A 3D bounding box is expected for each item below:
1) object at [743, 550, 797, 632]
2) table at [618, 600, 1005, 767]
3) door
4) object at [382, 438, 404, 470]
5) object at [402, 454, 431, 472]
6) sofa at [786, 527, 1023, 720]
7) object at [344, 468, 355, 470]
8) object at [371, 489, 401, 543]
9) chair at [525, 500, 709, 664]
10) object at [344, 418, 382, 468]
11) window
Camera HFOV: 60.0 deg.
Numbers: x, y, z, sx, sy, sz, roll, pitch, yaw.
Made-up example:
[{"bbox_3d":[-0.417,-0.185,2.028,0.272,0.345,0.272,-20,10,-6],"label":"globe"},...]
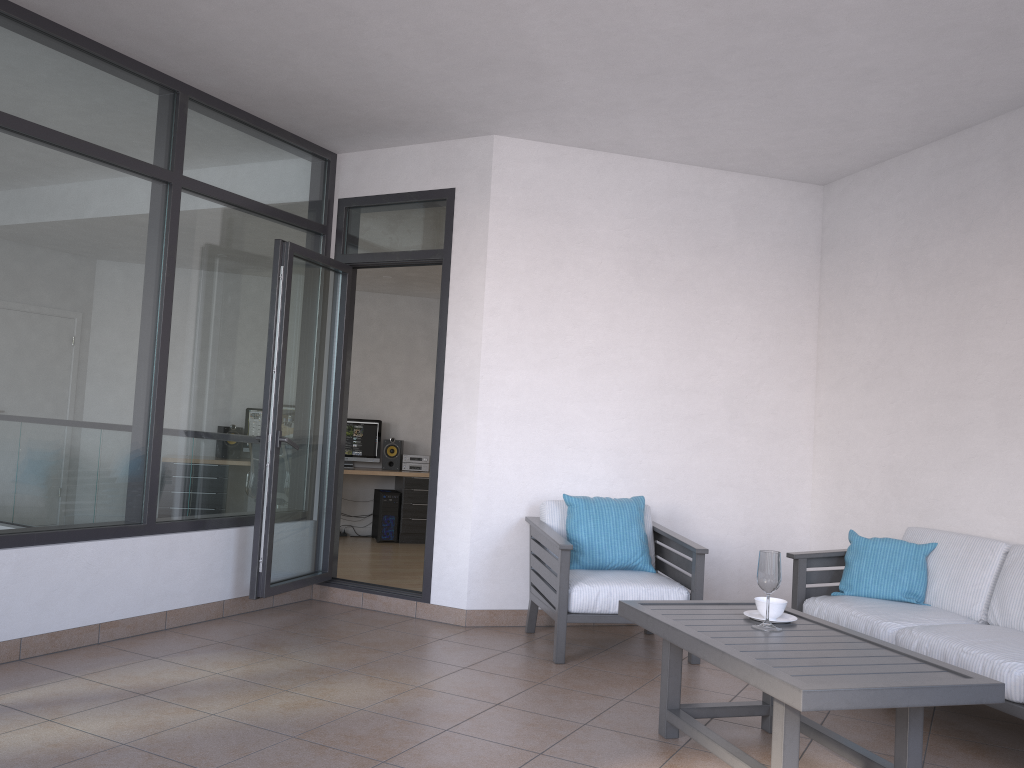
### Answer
[{"bbox_3d":[0.980,0.774,3.420,0.203,0.284,0.337,1,-4,34],"label":"object"},{"bbox_3d":[0.949,1.132,3.153,0.710,0.473,1.260,4,-3,-17],"label":"table"},{"bbox_3d":[-0.949,0.021,5.274,0.905,2.500,0.924,2,-3,28],"label":"door"},{"bbox_3d":[-1.308,0.764,9.742,0.198,0.354,0.249,3,-3,-2],"label":"object"},{"bbox_3d":[-1.048,0.868,9.754,0.285,0.174,0.270,3,-3,-2],"label":"object"},{"bbox_3d":[2.117,1.081,3.697,0.807,0.765,2.161,4,-3,-17],"label":"sofa"},{"bbox_3d":[-1.786,0.891,9.331,0.250,0.002,0.200,4,-3,-17],"label":"object"},{"bbox_3d":[-1.353,1.414,9.522,0.215,0.527,0.474,4,-3,-17],"label":"object"},{"bbox_3d":[0.534,1.054,4.880,0.797,0.765,0.807,4,-3,-12],"label":"chair"},{"bbox_3d":[-1.791,0.640,9.642,0.716,0.535,0.190,4,-3,-12],"label":"object"},{"bbox_3d":[-2.471,-0.504,3.623,0.170,2.402,5.002,2,-3,28],"label":"window"}]
